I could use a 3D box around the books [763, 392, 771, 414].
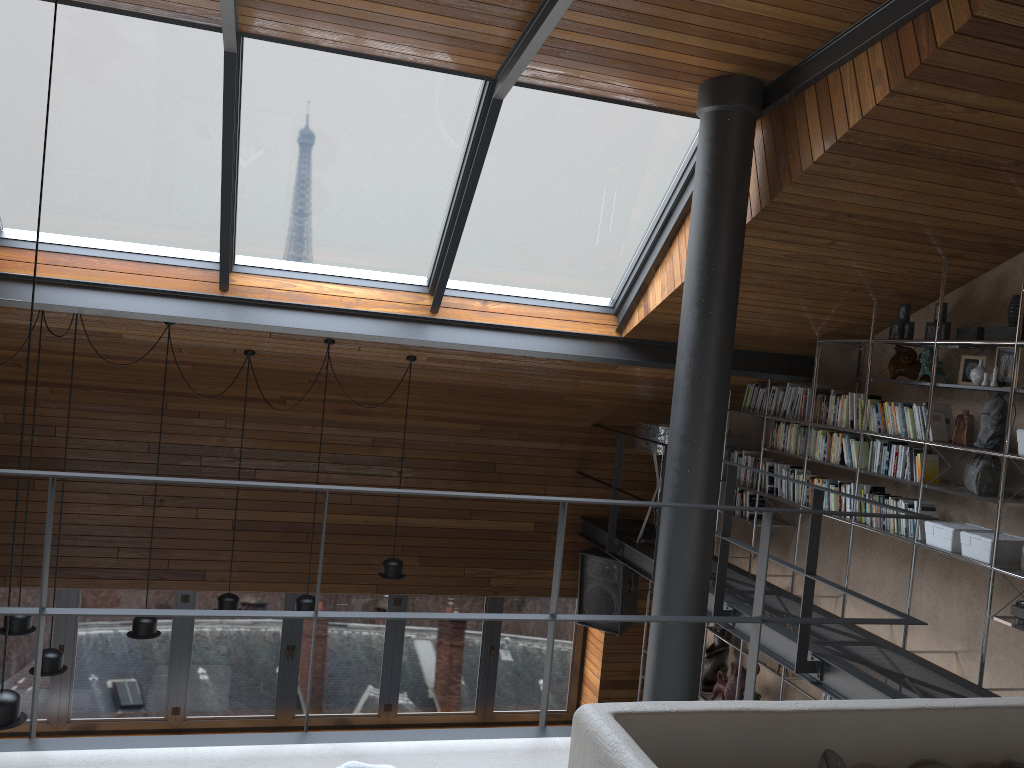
[{"bbox_3d":[1.997,0.153,6.797,0.112,0.174,0.054,5,2,-16],"label":"books"}]

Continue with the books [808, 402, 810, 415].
[{"bbox_3d":[2.164,0.182,6.293,0.128,0.176,0.009,5,2,-16],"label":"books"}]

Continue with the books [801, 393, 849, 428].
[{"bbox_3d":[2.196,0.172,6.106,0.131,0.216,0.509,5,2,-16],"label":"books"}]

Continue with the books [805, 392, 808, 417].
[{"bbox_3d":[2.166,0.166,6.334,0.148,0.206,0.014,5,2,-16],"label":"books"}]

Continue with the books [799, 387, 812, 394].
[{"bbox_3d":[2.134,0.142,6.453,0.148,0.229,0.073,5,2,-16],"label":"books"}]

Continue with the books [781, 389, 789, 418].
[{"bbox_3d":[2.089,0.149,6.566,0.155,0.212,0.073,5,2,-16],"label":"books"}]

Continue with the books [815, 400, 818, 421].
[{"bbox_3d":[2.184,0.184,6.205,0.131,0.181,0.014,5,2,-16],"label":"books"}]

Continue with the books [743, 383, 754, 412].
[{"bbox_3d":[1.959,0.114,7.103,0.169,0.229,0.077,5,2,-16],"label":"books"}]

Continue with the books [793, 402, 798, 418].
[{"bbox_3d":[2.130,0.158,6.437,0.137,0.198,0.063,5,2,-16],"label":"books"}]

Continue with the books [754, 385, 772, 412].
[{"bbox_3d":[1.985,0.121,6.955,0.129,0.226,0.069,5,2,-16],"label":"books"}]

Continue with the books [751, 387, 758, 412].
[{"bbox_3d":[1.975,0.129,7.002,0.146,0.208,0.071,5,2,-16],"label":"books"}]

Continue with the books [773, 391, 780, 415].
[{"bbox_3d":[2.051,0.152,6.693,0.120,0.186,0.064,5,2,-16],"label":"books"}]

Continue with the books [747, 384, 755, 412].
[{"bbox_3d":[1.965,0.115,7.064,0.148,0.229,0.073,5,2,-16],"label":"books"}]

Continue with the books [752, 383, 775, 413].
[{"bbox_3d":[1.978,0.116,6.968,0.143,0.233,0.081,5,2,-16],"label":"books"}]

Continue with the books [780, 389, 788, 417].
[{"bbox_3d":[2.073,0.145,6.596,0.117,0.218,0.073,5,2,-16],"label":"books"}]

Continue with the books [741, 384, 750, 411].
[{"bbox_3d":[1.936,0.110,7.125,0.148,0.229,0.073,5,2,-16],"label":"books"}]

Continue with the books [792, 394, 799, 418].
[{"bbox_3d":[2.116,0.166,6.448,0.131,0.178,0.057,5,2,-16],"label":"books"}]

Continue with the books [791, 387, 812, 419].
[{"bbox_3d":[2.153,0.143,6.473,0.191,0.244,0.075,5,2,-15],"label":"books"}]

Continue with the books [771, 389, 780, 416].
[{"bbox_3d":[2.042,0.144,6.704,0.131,0.202,0.068,5,2,-16],"label":"books"}]

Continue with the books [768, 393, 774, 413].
[{"bbox_3d":[2.013,0.156,6.745,0.112,0.173,0.054,5,2,-16],"label":"books"}]

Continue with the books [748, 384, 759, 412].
[{"bbox_3d":[1.972,0.118,7.038,0.160,0.228,0.080,5,2,-16],"label":"books"}]

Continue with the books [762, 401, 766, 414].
[{"bbox_3d":[1.994,0.152,6.814,0.112,0.173,0.054,5,2,-16],"label":"books"}]

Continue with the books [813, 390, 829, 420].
[{"bbox_3d":[2.175,0.158,6.214,0.129,0.231,0.010,5,2,-16],"label":"books"}]

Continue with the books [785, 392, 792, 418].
[{"bbox_3d":[2.108,0.151,6.526,0.164,0.214,0.066,5,2,-15],"label":"books"}]

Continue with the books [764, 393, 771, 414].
[{"bbox_3d":[1.997,0.154,6.787,0.111,0.171,0.056,5,2,-16],"label":"books"}]

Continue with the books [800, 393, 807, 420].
[{"bbox_3d":[2.143,0.167,6.366,0.143,0.199,0.019,5,2,-16],"label":"books"}]

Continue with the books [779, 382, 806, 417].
[{"bbox_3d":[2.090,0.124,6.611,0.143,0.264,0.088,5,2,-16],"label":"books"}]

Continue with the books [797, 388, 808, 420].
[{"bbox_3d":[2.141,0.149,6.389,0.148,0.234,0.033,5,2,-16],"label":"books"}]

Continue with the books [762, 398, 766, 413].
[{"bbox_3d":[1.997,0.149,6.825,0.117,0.180,0.059,5,2,-16],"label":"books"}]

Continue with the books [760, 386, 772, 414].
[{"bbox_3d":[2.015,0.131,6.838,0.161,0.220,0.074,5,2,-16],"label":"books"}]

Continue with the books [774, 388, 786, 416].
[{"bbox_3d":[2.054,0.141,6.662,0.133,0.215,0.070,5,2,-15],"label":"books"}]

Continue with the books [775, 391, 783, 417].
[{"bbox_3d":[2.058,0.153,6.652,0.126,0.194,0.064,5,2,-16],"label":"books"}]

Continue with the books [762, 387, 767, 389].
[{"bbox_3d":[2.009,0.130,6.909,0.177,0.214,0.064,5,2,-15],"label":"books"}]

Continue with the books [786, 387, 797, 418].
[{"bbox_3d":[2.094,0.137,6.482,0.148,0.229,0.073,5,2,-16],"label":"books"}]

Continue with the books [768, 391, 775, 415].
[{"bbox_3d":[2.031,0.148,6.733,0.138,0.189,0.065,5,2,-16],"label":"books"}]

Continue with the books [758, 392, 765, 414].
[{"bbox_3d":[1.983,0.152,6.874,0.119,0.169,0.058,5,2,-16],"label":"books"}]

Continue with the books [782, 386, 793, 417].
[{"bbox_3d":[2.081,0.135,6.527,0.148,0.229,0.073,5,2,-16],"label":"books"}]

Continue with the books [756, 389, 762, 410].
[{"bbox_3d":[1.988,0.137,6.919,0.139,0.199,0.074,5,2,-16],"label":"books"}]

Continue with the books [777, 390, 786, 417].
[{"bbox_3d":[2.062,0.150,6.634,0.123,0.201,0.071,5,2,-16],"label":"books"}]

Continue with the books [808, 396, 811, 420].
[{"bbox_3d":[2.160,0.168,6.270,0.130,0.208,0.010,5,2,-16],"label":"books"}]

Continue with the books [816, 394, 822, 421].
[{"bbox_3d":[2.192,0.175,6.189,0.129,0.203,0.021,5,2,-16],"label":"books"}]

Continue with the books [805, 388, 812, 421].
[{"bbox_3d":[2.166,0.153,6.319,0.148,0.234,0.013,5,2,-16],"label":"books"}]

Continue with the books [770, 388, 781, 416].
[{"bbox_3d":[2.038,0.139,6.717,0.137,0.213,0.068,5,2,-16],"label":"books"}]

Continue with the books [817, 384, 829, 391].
[{"bbox_3d":[2.190,0.140,6.233,0.143,0.268,0.020,5,2,-16],"label":"books"}]

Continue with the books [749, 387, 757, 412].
[{"bbox_3d":[1.960,0.130,7.011,0.130,0.202,0.063,5,2,-16],"label":"books"}]

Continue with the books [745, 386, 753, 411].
[{"bbox_3d":[1.952,0.120,7.078,0.149,0.202,0.067,5,2,-16],"label":"books"}]

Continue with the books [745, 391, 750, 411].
[{"bbox_3d":[1.941,0.130,7.091,0.131,0.178,0.057,5,2,-16],"label":"books"}]

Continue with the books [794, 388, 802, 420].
[{"bbox_3d":[2.130,0.148,6.410,0.148,0.233,0.053,5,2,-16],"label":"books"}]

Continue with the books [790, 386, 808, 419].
[{"bbox_3d":[2.145,0.139,6.483,0.191,0.249,0.077,5,2,-15],"label":"books"}]
